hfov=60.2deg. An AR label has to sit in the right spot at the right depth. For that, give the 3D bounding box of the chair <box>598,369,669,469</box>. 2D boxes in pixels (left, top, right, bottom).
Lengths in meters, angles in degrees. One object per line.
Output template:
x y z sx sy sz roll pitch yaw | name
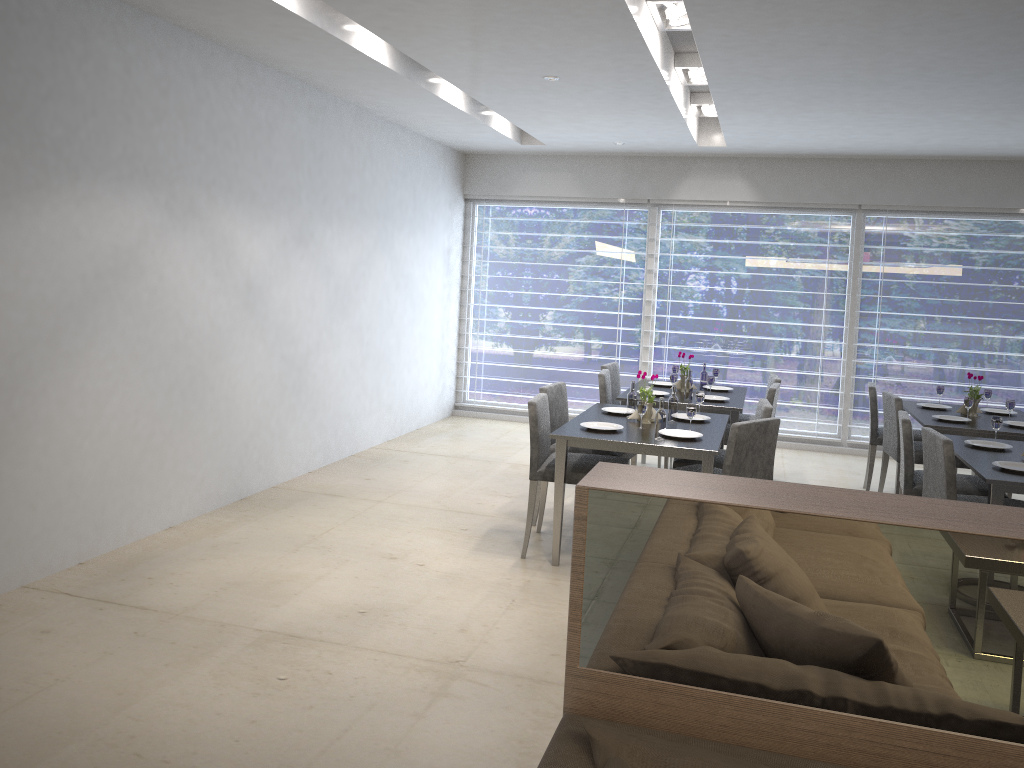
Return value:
0.816 0.309 5.911 0.492 0.759 0.479 4 4 11 | chair

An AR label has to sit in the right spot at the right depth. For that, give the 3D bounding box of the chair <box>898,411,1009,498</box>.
2.205 0.556 4.477 0.493 0.759 0.478 4 4 21 | chair

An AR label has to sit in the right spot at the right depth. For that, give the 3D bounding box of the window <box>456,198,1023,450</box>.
2.931 -0.501 7.637 7.111 2.065 0.159 5 3 16 | window

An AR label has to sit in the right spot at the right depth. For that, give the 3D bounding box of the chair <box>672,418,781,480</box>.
0.957 0.519 4.261 0.477 0.759 0.494 -1 5 -44 | chair

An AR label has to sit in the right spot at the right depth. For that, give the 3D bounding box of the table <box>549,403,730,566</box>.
0.698 0.522 4.638 0.778 0.631 1.194 4 6 16 | table

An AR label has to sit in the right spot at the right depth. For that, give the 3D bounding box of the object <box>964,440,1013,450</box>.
2.390 0.308 4.437 0.217 0.015 0.218 5 7 16 | object

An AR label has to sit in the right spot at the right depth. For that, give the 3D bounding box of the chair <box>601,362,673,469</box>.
0.908 0.250 6.432 0.493 0.759 0.478 4 4 21 | chair

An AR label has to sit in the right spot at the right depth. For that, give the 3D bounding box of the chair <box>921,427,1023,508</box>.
2.113 0.615 3.955 0.492 0.759 0.479 4 4 11 | chair

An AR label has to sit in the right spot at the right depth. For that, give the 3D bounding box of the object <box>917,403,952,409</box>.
2.815 0.151 5.894 0.217 0.015 0.218 5 7 16 | object

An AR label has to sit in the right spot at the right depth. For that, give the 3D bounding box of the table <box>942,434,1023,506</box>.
2.479 0.677 4.123 0.778 0.631 1.194 4 6 16 | table

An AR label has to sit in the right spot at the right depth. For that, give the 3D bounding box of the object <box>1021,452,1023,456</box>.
2.493 0.302 4.180 0.203 0.099 0.070 1 4 -14 | object

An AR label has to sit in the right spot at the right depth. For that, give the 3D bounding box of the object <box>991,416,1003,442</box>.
2.500 0.236 4.565 0.053 0.139 0.053 1 3 -26 | object

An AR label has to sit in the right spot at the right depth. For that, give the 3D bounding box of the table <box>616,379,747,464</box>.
1.183 0.370 6.078 0.778 0.631 1.194 4 6 16 | table

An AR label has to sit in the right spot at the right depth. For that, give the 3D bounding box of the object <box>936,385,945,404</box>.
2.914 0.079 6.020 0.053 0.139 0.053 1 3 -26 | object

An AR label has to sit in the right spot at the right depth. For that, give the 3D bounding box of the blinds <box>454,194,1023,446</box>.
2.892 -0.517 7.538 7.106 2.036 0.045 5 3 16 | blinds

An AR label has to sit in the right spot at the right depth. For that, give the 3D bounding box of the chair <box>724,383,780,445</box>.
1.444 0.365 5.718 0.493 0.759 0.478 4 4 21 | chair

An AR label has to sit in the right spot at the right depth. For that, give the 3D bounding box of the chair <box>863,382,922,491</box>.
2.629 0.400 5.934 0.493 0.759 0.478 4 4 21 | chair

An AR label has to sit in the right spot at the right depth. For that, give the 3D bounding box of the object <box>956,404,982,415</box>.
2.918 0.146 5.637 0.203 0.099 0.070 1 4 -14 | object

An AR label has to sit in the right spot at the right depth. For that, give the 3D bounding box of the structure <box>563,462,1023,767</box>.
1.925 0.824 1.158 3.778 1.004 0.224 5 3 16 | structure

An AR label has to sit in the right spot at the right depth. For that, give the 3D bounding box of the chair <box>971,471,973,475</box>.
3.325 0.459 5.741 0.492 0.759 0.479 4 4 11 | chair

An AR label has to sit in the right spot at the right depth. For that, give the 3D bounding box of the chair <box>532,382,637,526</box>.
0.424 0.402 4.993 0.493 0.759 0.478 4 4 21 | chair

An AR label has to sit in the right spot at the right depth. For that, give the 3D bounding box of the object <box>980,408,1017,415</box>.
3.184 0.183 5.787 0.217 0.015 0.218 5 7 16 | object

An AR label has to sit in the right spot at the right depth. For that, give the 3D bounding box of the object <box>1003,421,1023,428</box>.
3.021 0.244 5.225 0.217 0.015 0.218 5 7 16 | object

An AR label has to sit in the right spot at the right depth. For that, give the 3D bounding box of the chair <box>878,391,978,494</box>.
2.537 0.459 5.412 0.492 0.759 0.479 4 4 11 | chair

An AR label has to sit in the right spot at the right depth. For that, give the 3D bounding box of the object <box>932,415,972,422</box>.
2.651 0.212 5.332 0.217 0.015 0.218 5 7 16 | object

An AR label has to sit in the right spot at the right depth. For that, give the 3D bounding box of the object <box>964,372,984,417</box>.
2.909 0.065 5.570 0.104 0.275 0.155 4 4 13 | object

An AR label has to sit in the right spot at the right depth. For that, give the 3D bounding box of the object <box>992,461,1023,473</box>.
2.227 0.368 3.875 0.217 0.015 0.218 5 7 16 | object

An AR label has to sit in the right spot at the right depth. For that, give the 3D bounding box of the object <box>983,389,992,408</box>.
3.194 0.103 5.939 0.053 0.139 0.053 1 4 -32 | object

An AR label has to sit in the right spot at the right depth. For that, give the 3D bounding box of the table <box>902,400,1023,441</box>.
2.903 0.520 5.580 0.778 0.631 1.194 4 6 16 | table

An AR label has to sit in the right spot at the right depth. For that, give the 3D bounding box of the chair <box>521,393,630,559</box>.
0.332 0.461 4.471 0.492 0.759 0.479 4 4 11 | chair

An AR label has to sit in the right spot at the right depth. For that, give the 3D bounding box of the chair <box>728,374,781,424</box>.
1.604 0.310 6.239 0.492 0.759 0.479 4 4 11 | chair

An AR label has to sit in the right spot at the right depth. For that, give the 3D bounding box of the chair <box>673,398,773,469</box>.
1.125 0.460 4.809 0.492 0.759 0.479 4 4 11 | chair

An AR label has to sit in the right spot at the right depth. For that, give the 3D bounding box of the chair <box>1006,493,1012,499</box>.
3.165 0.515 5.220 0.493 0.759 0.478 4 4 21 | chair
